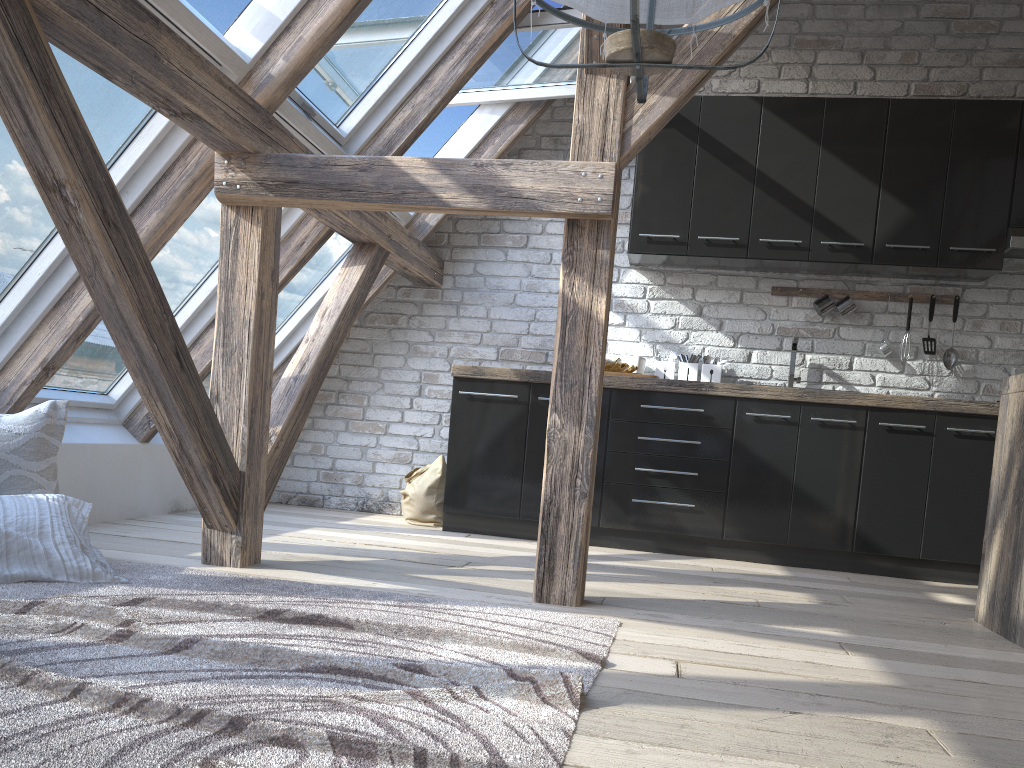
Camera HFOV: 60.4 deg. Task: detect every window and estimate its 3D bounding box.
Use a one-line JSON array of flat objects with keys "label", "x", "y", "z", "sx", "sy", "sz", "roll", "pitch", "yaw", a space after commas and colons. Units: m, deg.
[{"label": "window", "x": -1.196, "y": -0.385, "z": 4.379, "sx": 1.094, "sy": 1.282, "sz": 0.854, "roll": 5, "pitch": 1, "yaw": 10}, {"label": "window", "x": -0.181, "y": -1.509, "z": 4.146, "sx": 1.517, "sy": 1.282, "sz": 0.854, "roll": 5, "pitch": 1, "yaw": 10}, {"label": "window", "x": -0.280, "y": -1.575, "z": 3.230, "sx": 1.094, "sy": 1.282, "sz": 0.854, "roll": 5, "pitch": 1, "yaw": 10}, {"label": "window", "x": -0.489, "y": -1.649, "z": 2.334, "sx": 1.403, "sy": 1.282, "sz": 0.854, "roll": 5, "pitch": 1, "yaw": 10}, {"label": "window", "x": -1.357, "y": -0.455, "z": 3.474, "sx": 1.094, "sy": 1.282, "sz": 0.854, "roll": 5, "pitch": 1, "yaw": 10}, {"label": "window", "x": -1.517, "y": -0.525, "z": 2.569, "sx": 1.094, "sy": 1.282, "sz": 0.854, "roll": 5, "pitch": 1, "yaw": 10}]

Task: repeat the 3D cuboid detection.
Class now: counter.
[{"label": "counter", "x": 1.442, "y": 0.424, "z": 3.609, "sx": 3.805, "sy": 0.855, "sz": 2.244, "roll": 4, "pitch": -3, "yaw": 10}]

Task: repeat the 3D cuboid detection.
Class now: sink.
[{"label": "sink", "x": 1.424, "y": 0.013, "z": 4.420, "sx": 0.525, "sy": 0.517, "sz": 0.514, "roll": 5, "pitch": 0, "yaw": 10}]

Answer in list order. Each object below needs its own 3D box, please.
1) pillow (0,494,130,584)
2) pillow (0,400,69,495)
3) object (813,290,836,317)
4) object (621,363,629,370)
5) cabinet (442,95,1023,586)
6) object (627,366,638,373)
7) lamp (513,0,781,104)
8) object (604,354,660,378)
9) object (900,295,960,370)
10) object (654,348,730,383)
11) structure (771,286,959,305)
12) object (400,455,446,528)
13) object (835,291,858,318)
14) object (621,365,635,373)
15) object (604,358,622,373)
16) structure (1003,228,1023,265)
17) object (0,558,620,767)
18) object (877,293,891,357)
[{"label": "pillow", "x": -1.418, "y": 0.438, "z": 2.479, "sx": 0.539, "sy": 0.243, "sz": 0.472, "roll": 7, "pitch": -3, "yaw": -38}, {"label": "pillow", "x": -1.744, "y": 0.266, "z": 2.391, "sx": 0.499, "sy": 0.535, "sz": 1.157, "roll": 5, "pitch": -2, "yaw": 15}, {"label": "object", "x": 1.635, "y": -0.420, "z": 4.603, "sx": 0.117, "sy": 0.140, "sz": 0.093, "roll": 5, "pitch": 1, "yaw": 12}, {"label": "object", "x": 0.559, "y": -0.074, "z": 4.482, "sx": 0.074, "sy": 0.067, "sz": 0.079, "roll": 5, "pitch": -1, "yaw": -18}, {"label": "cabinet", "x": 1.723, "y": -0.385, "z": 3.592, "sx": 4.206, "sy": 2.520, "sz": 2.091, "roll": 4, "pitch": 1, "yaw": 10}, {"label": "object", "x": 0.599, "y": -0.067, "z": 4.443, "sx": 0.073, "sy": 0.055, "sz": 0.082, "roll": 5, "pitch": -1, "yaw": -14}, {"label": "lamp", "x": 0.272, "y": -1.424, "z": 1.277, "sx": 0.408, "sy": 1.904, "sz": 0.396, "roll": 2, "pitch": 4, "yaw": -39}, {"label": "object", "x": 0.555, "y": -0.085, "z": 4.585, "sx": 0.381, "sy": 0.134, "sz": 0.590, "roll": 5, "pitch": -3, "yaw": -1}, {"label": "object", "x": 2.144, "y": -0.269, "z": 4.492, "sx": 0.282, "sy": 0.383, "sz": 0.069, "roll": 5, "pitch": 3, "yaw": 10}, {"label": "object", "x": 0.950, "y": -0.078, "z": 4.710, "sx": 0.404, "sy": 0.202, "sz": 0.147, "roll": 4, "pitch": 1, "yaw": 11}, {"label": "structure", "x": 1.834, "y": -0.466, "z": 4.580, "sx": 0.930, "sy": 0.046, "sz": 0.081, "roll": 4, "pitch": -2, "yaw": 10}, {"label": "object", "x": -0.472, "y": 0.572, "z": 4.833, "sx": 0.390, "sy": 0.391, "sz": 0.339, "roll": 5, "pitch": 0, "yaw": 36}, {"label": "object", "x": 1.740, "y": -0.413, "z": 4.576, "sx": 0.117, "sy": 0.140, "sz": 0.093, "roll": 5, "pitch": 1, "yaw": 27}, {"label": "object", "x": 0.576, "y": -0.071, "z": 4.426, "sx": 0.072, "sy": 0.058, "sz": 0.083, "roll": 5, "pitch": -1, "yaw": -14}, {"label": "object", "x": 0.495, "y": -0.093, "z": 4.418, "sx": 0.090, "sy": 0.088, "sz": 0.086, "roll": 5, "pitch": 0, "yaw": -13}, {"label": "structure", "x": 2.681, "y": -0.663, "z": 4.277, "sx": 0.598, "sy": 0.104, "sz": 0.369, "roll": 4, "pitch": -3, "yaw": 10}, {"label": "object", "x": -1.044, "y": 0.459, "z": 1.180, "sx": 2.183, "sy": 0.056, "sz": 3.192, "roll": 4, "pitch": -4, "yaw": 11}, {"label": "object", "x": 1.943, "y": -0.304, "z": 4.558, "sx": 0.071, "sy": 0.328, "sz": 0.066, "roll": 5, "pitch": 3, "yaw": 10}]
